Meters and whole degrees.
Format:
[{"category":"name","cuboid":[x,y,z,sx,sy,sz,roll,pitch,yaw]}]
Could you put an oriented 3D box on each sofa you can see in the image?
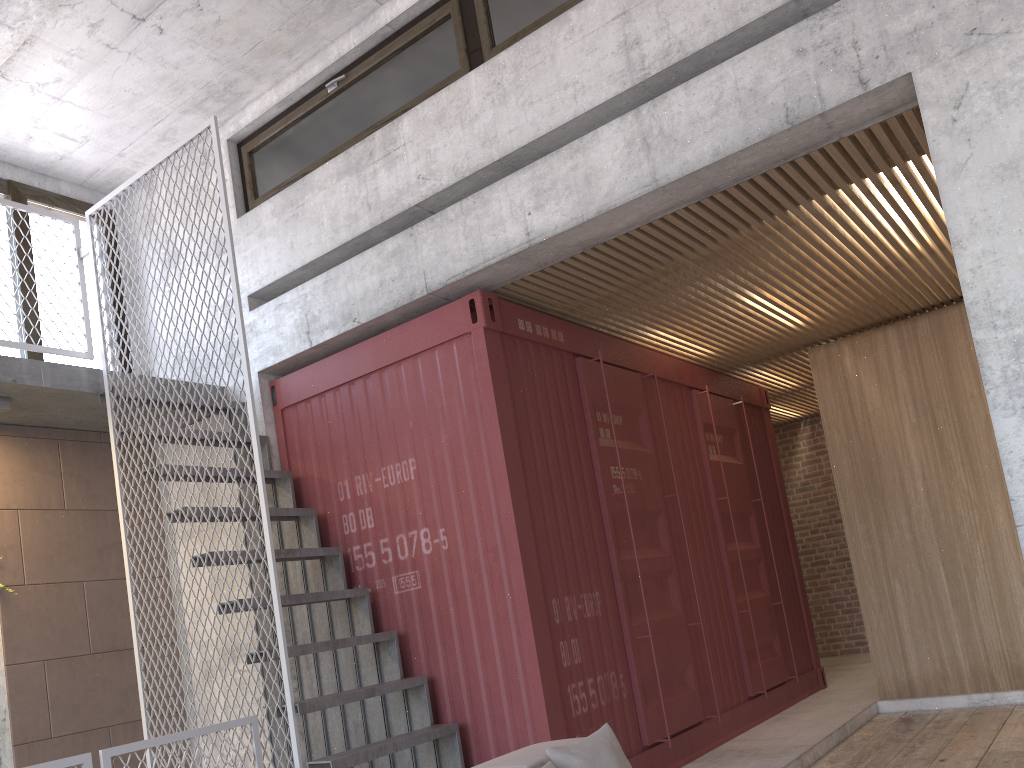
[{"category":"sofa","cuboid":[0.470,1.190,1.383,3.071,0.768,3.018,-19,-17,33]}]

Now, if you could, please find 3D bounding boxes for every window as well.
[{"category":"window","cuboid":[1.409,-2.645,3.947,8.604,0.596,0.113,-19,-11,34]},{"category":"window","cuboid":[-4.118,-0.745,5.496,0.112,1.707,3.591,-14,-14,33]}]

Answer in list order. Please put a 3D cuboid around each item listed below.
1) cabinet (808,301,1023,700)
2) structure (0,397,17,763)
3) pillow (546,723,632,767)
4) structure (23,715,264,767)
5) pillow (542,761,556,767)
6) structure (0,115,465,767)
[{"category":"cabinet","cuboid":[4.557,1.189,8.700,1.545,3.057,3.779,-15,-13,33]},{"category":"structure","cuboid":[-3.805,1.608,4.597,1.023,3.737,2.639,-14,-10,33]},{"category":"pillow","cuboid":[0.313,1.415,3.103,0.191,0.358,0.363,-16,-13,38]},{"category":"structure","cuboid":[-3.295,2.164,3.227,1.964,0.912,4.459,-18,-17,33]},{"category":"pillow","cuboid":[0.107,1.396,2.767,0.190,0.351,0.372,-15,-12,33]},{"category":"structure","cuboid":[-2.661,0.815,4.506,3.094,4.220,3.702,-16,-12,34]}]
